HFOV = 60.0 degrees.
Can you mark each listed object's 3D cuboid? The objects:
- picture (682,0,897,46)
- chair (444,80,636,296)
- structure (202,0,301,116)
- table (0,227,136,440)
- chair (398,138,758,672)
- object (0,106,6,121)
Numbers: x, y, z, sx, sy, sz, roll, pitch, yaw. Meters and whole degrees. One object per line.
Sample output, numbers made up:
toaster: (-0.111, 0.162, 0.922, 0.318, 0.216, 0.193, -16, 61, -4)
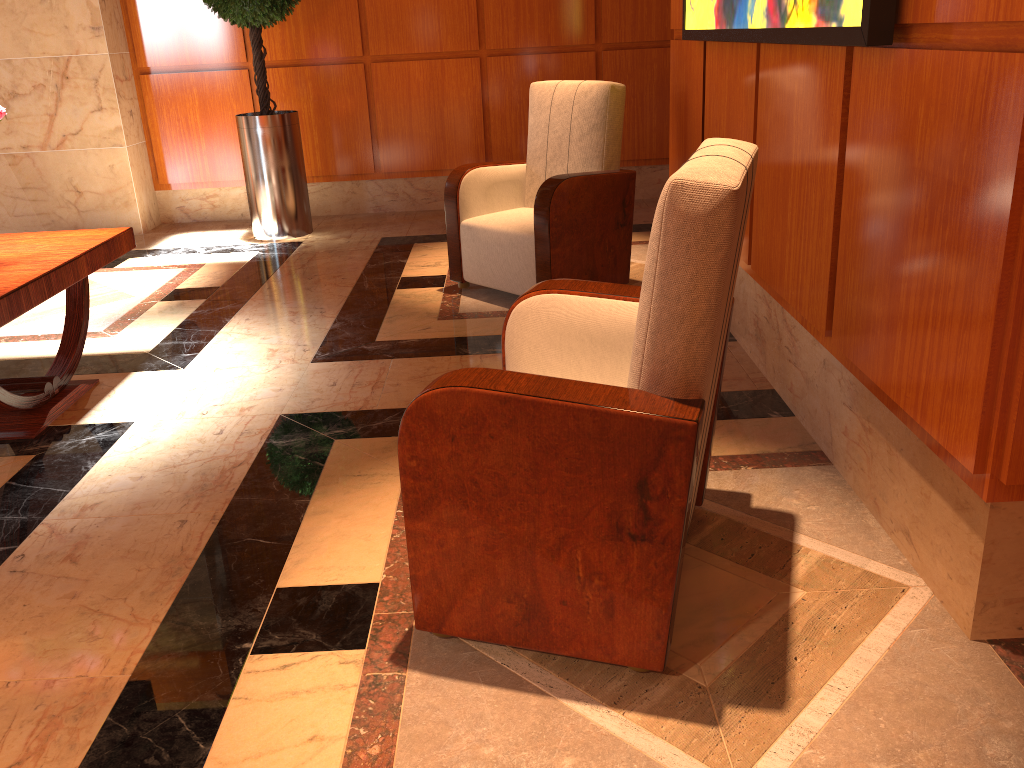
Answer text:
picture: (0.721, -1.893, 2.525, 0.056, 1.714, 2.022, -3, 21, 0)
chair: (0.136, -0.926, 4.211, 0.632, 0.949, 0.742, -20, 26, -38)
structure: (-1.580, -2.047, 5.574, 0.723, 1.691, 0.729, -11, 22, -20)
table: (-1.862, -0.149, 3.102, 0.725, 0.527, 1.183, -3, 21, 0)
chair: (0.175, -0.018, 1.918, 0.629, 0.949, 0.747, 4, 22, 18)
object: (-1.860, -0.670, 2.898, 0.327, 0.588, 0.355, 4, 22, 19)
